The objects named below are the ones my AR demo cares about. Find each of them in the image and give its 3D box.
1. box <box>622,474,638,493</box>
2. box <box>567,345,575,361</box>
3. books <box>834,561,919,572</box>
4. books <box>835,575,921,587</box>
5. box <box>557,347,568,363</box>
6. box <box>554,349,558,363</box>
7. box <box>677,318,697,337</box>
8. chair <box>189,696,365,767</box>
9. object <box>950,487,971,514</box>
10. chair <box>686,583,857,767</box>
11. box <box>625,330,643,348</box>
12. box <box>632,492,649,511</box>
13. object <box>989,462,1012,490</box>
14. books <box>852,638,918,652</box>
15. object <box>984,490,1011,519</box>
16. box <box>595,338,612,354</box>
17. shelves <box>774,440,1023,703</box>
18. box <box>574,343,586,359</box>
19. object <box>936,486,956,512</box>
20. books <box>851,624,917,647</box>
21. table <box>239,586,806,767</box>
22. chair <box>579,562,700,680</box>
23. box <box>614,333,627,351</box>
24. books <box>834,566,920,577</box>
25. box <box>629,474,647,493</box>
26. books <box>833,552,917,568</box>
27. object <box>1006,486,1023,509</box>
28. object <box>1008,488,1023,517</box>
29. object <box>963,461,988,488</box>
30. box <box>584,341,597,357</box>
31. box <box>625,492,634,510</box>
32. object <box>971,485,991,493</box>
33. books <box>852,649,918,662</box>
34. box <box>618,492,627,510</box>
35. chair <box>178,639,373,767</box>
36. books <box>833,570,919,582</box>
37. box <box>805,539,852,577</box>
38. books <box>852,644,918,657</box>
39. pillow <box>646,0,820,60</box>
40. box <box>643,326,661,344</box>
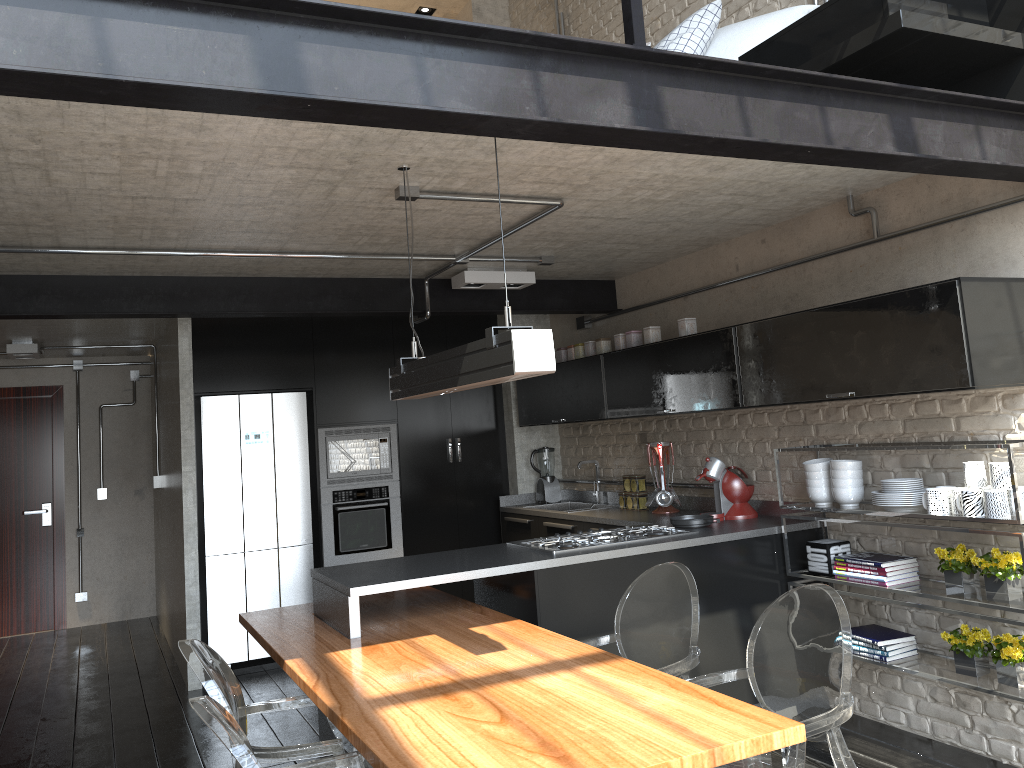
[{"bbox_3d":[0.773,0.646,5.750,0.080,0.111,0.081,-9,-7,39],"label":"box"},{"bbox_3d":[0.437,-0.213,6.150,0.081,0.111,0.080,-2,-6,-25],"label":"box"},{"bbox_3d":[1.635,0.807,3.973,0.211,0.021,0.291,-3,-3,-25],"label":"books"},{"bbox_3d":[1.635,0.866,3.963,0.211,0.021,0.291,-3,-3,-26],"label":"books"},{"bbox_3d":[0.371,-0.201,6.280,0.081,0.111,0.080,-2,-6,-25],"label":"box"},{"bbox_3d":[0.341,-0.194,6.368,0.081,0.111,0.080,-2,-6,-25],"label":"box"},{"bbox_3d":[0.993,-0.316,5.006,0.081,0.111,0.080,-2,-6,-25],"label":"box"},{"bbox_3d":[-0.412,1.155,2.021,0.590,0.947,0.536,-1,-6,-25],"label":"chair"},{"bbox_3d":[1.815,0.467,3.553,0.108,0.101,0.082,-1,-6,-36],"label":"object"},{"bbox_3d":[0.741,1.099,2.543,0.590,0.947,0.536,-1,-7,-30],"label":"chair"},{"bbox_3d":[0.759,-0.272,5.485,0.081,0.111,0.080,-2,-6,-25],"label":"box"},{"bbox_3d":[0.817,0.747,5.630,0.081,0.111,0.080,-3,-6,-15],"label":"box"},{"bbox_3d":[1.890,0.352,3.406,0.108,0.101,0.082,-1,-6,-36],"label":"object"},{"bbox_3d":[1.626,1.144,3.955,0.201,0.023,0.276,-3,-4,-28],"label":"books"},{"bbox_3d":[1.846,0.454,3.358,0.108,0.101,0.082,-1,-6,-36],"label":"object"},{"bbox_3d":[0.602,-0.243,5.812,0.081,0.111,0.080,-2,-6,-25],"label":"box"},{"bbox_3d":[1.713,0.725,3.795,0.288,0.933,1.242,-1,-5,-25],"label":"shelves"},{"bbox_3d":[0.480,-0.221,6.066,0.081,0.111,0.080,-2,-6,-25],"label":"box"},{"bbox_3d":[1.795,0.474,3.659,0.083,0.101,0.108,-5,-5,9],"label":"object"},{"bbox_3d":[1.628,1.123,3.959,0.201,0.023,0.276,-3,-3,-16],"label":"books"},{"bbox_3d":[-0.257,1.305,3.071,0.928,0.738,2.655,-2,-4,-26],"label":"table"},{"bbox_3d":[0.431,1.153,3.129,0.589,0.947,0.537,1,-8,-40],"label":"chair"},{"bbox_3d":[0.701,-0.262,5.606,0.081,0.111,0.080,-2,-6,-25],"label":"box"},{"bbox_3d":[1.632,0.826,3.968,0.211,0.021,0.291,-3,-4,-28],"label":"books"},{"bbox_3d":[0.809,0.639,5.674,0.081,0.111,0.080,-1,-6,-30],"label":"box"},{"bbox_3d":[1.629,0.788,3.972,0.211,0.021,0.291,-3,-3,-23],"label":"books"},{"bbox_3d":[1.968,0.450,3.445,0.083,0.101,0.108,-5,-5,9],"label":"object"},{"bbox_3d":[1.919,0.448,3.354,0.108,0.101,0.082,-3,-5,-11],"label":"object"},{"bbox_3d":[1.834,0.363,3.527,0.108,0.101,0.082,-3,-5,-11],"label":"object"},{"bbox_3d":[0.540,-0.232,5.944,0.081,0.111,0.080,-2,-6,-25],"label":"box"},{"bbox_3d":[0.787,0.753,5.703,0.081,0.111,0.080,-1,-6,-30],"label":"box"},{"bbox_3d":[1.906,0.461,3.563,0.108,0.101,0.082,-2,-6,-26],"label":"object"},{"bbox_3d":[1.629,1.187,3.950,0.201,0.023,0.276,-3,-3,-26],"label":"books"},{"bbox_3d":[0.747,0.760,5.778,0.081,0.111,0.080,-2,-6,-20],"label":"box"},{"bbox_3d":[-0.657,1.204,2.608,0.590,0.947,0.536,-3,-6,-15],"label":"chair"},{"bbox_3d":[1.627,0.846,3.963,0.211,0.021,0.291,-3,-3,-26],"label":"books"},{"bbox_3d":[1.505,0.823,4.199,0.150,0.151,0.149,-2,-5,-25],"label":"box"},{"bbox_3d":[1.623,1.166,3.950,0.201,0.023,0.277,-2,-4,-31],"label":"books"},{"bbox_3d":[0.529,-1.509,4.915,1.145,0.737,2.123,-2,-4,-27],"label":"pillow"},{"bbox_3d":[0.844,-0.288,5.314,0.081,0.111,0.080,-2,-6,-25],"label":"box"}]
